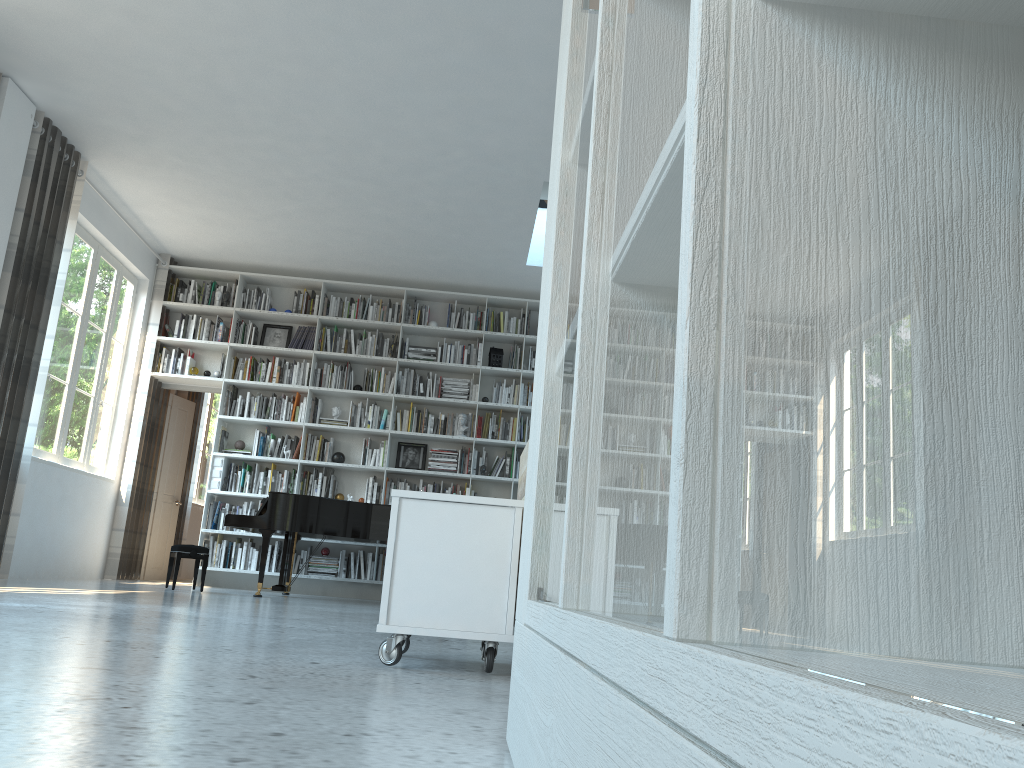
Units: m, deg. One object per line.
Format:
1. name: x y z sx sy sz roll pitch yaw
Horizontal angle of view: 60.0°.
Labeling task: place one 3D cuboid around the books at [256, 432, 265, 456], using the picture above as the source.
1. books: -2.511 0.620 8.860 0.031 0.255 0.143 5 -12 -2

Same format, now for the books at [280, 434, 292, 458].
1. books: -2.264 0.641 8.861 0.060 0.254 0.159 5 -12 -2

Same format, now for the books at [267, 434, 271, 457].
1. books: -2.414 0.633 8.866 0.022 0.248 0.129 5 -12 -2

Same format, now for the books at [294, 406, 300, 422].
1. books: -2.156 0.328 8.941 0.030 0.183 0.152 5 -12 -2

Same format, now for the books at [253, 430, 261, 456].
1. books: -2.537 0.608 8.853 0.024 0.272 0.150 5 -12 -2

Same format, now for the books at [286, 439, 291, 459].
1. books: -2.220 0.667 8.851 0.030 0.207 0.172 5 -12 -2

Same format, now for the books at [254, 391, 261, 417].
1. books: -2.559 0.235 8.928 0.011 0.292 0.184 5 -12 -2

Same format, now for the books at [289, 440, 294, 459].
1. books: -2.192 0.670 8.862 0.027 0.209 0.144 5 -12 -2

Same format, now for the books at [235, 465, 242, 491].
1. books: -2.702 0.947 8.769 0.008 0.279 0.164 5 -12 -2

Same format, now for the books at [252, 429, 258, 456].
1. books: -2.555 0.600 8.855 0.012 0.284 0.160 5 -12 -2

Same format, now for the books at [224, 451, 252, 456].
1. books: -2.719 0.696 8.829 0.254 0.012 0.161 6 -13 -5

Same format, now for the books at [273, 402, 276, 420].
1. books: -2.378 0.298 8.938 0.021 0.204 0.130 5 -12 -2

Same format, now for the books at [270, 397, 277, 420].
1. books: -2.397 0.271 8.942 0.021 0.256 0.156 5 -12 -2

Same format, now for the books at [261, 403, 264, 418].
1. books: -2.498 0.289 8.941 0.010 0.203 0.139 5 -12 -2

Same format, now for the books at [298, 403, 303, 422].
1. books: -2.125 0.311 8.946 0.031 0.223 0.145 5 -12 -2

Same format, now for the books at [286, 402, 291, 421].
1. books: -2.243 0.303 8.947 0.021 0.220 0.149 5 -12 -2

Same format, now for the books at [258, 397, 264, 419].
1. books: -2.512 0.265 8.917 0.024 0.237 0.167 5 -12 -2

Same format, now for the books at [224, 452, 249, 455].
1. books: -2.720 0.709 8.831 0.254 0.012 0.161 5 -13 -1

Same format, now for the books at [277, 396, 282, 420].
1. books: -2.333 0.267 8.940 0.012 0.271 0.145 5 -12 -2

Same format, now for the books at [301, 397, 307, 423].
1. books: -2.094 0.284 8.959 0.027 0.285 0.148 5 -12 -2

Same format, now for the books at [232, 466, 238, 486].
1. books: -2.728 0.951 8.762 0.007 0.263 0.177 5 -12 -2

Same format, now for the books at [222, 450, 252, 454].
1. books: -2.718 0.684 8.829 0.285 0.012 0.160 4 -13 2

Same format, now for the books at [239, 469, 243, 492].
1. books: -2.657 0.969 8.768 0.014 0.242 0.171 5 -12 -2

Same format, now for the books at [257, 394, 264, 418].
1. books: -2.528 0.251 8.936 0.011 0.270 0.158 5 -12 -2

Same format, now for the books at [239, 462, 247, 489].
1. books: -2.664 0.934 8.777 0.006 0.314 0.146 5 -12 -2

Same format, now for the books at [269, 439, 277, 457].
1. books: -2.379 0.658 8.831 0.029 0.189 0.189 5 -12 -2

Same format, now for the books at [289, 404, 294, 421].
1. books: -2.212 0.312 8.937 0.013 0.203 0.162 5 -12 -2

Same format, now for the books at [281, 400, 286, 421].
1. books: -2.294 0.290 8.958 0.028 0.242 0.132 5 -12 -2

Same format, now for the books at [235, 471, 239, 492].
1. books: -2.693 0.979 8.770 0.015 0.218 0.177 5 -12 -2

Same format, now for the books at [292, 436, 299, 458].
1. books: -2.167 0.653 8.870 0.021 0.250 0.154 5 -12 -2

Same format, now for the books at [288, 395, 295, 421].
1. books: -2.223 0.270 8.960 0.015 0.292 0.144 5 -12 -2

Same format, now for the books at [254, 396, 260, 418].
1. books: -2.544 0.257 8.916 0.021 0.247 0.189 5 -12 -2

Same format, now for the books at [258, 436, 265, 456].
1. books: -2.481 0.640 8.827 0.029 0.207 0.190 5 -12 -2

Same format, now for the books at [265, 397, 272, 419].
1. books: -2.444 0.268 8.947 0.048 0.256 0.142 5 -12 -2

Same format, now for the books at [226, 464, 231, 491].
1. books: -2.788 0.940 8.781 0.008 0.284 0.160 5 -12 -2

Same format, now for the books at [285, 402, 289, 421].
1. books: -2.260 0.302 8.942 0.012 0.217 0.160 5 -12 -2

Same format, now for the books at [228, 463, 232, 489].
1. books: -2.776 0.938 8.781 0.016 0.289 0.153 5 -12 -2

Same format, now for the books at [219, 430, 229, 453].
1. books: -2.875 0.592 8.839 0.028 0.242 0.157 5 -12 -2

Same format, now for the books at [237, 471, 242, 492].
1. books: -2.678 0.979 8.758 0.015 0.216 0.180 5 -12 -2

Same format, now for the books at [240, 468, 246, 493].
1. books: -2.645 0.967 8.755 0.009 0.244 0.185 5 -12 -2

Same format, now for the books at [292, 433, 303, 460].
1. books: -2.112 0.637 8.836 0.082 0.275 0.229 5 -12 -2

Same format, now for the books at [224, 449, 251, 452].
1. books: -2.717 0.673 8.839 0.254 0.012 0.161 5 -13 -1

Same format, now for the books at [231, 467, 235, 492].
1. books: -2.744 0.957 8.780 0.022 0.256 0.142 5 -12 -2

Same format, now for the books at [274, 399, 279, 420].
1. books: -2.359 0.284 8.927 0.013 0.228 0.177 5 -12 -2

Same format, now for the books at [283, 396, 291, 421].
1. books: -2.270 0.270 8.934 0.015 0.274 0.157 5 -12 -2

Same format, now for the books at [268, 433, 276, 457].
1. books: -2.397 0.630 8.849 0.011 0.250 0.172 5 -12 -2

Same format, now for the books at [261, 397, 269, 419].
1. books: -2.479 0.268 8.927 0.023 0.242 0.185 5 -12 -2

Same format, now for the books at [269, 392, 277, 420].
1. books: -2.411 0.246 8.936 0.013 0.299 0.152 5 -12 -2

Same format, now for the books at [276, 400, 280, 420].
1. books: -2.347 0.289 8.939 0.013 0.227 0.152 5 -12 -2

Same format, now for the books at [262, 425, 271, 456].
1. books: -2.458 0.587 8.874 0.011 0.335 0.153 5 -12 -2

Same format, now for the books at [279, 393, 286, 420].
1. books: -2.321 0.256 8.959 0.011 0.303 0.130 5 -12 -2

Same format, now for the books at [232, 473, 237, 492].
1. books: -2.717 0.985 8.739 0.019 0.189 0.193 5 -12 -2

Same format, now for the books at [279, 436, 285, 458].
1. books: -2.301 0.647 8.872 0.013 0.241 0.141 5 -12 -2

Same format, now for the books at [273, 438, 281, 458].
1. books: -2.337 0.658 8.868 0.056 0.213 0.143 5 -12 -2

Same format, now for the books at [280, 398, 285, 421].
1. books: -2.312 0.282 8.949 0.011 0.251 0.139 5 -12 -2

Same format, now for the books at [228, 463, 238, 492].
1. books: -2.760 0.936 8.775 0.014 0.293 0.172 5 -12 -2

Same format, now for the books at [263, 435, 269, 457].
1. books: -2.442 0.640 8.870 0.030 0.231 0.148 5 -12 -2

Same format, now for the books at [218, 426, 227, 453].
1. books: -2.894 0.572 8.852 0.012 0.284 0.160 5 -12 -2

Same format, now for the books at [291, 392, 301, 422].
1. books: -2.183 0.255 8.951 0.035 0.325 0.170 5 -12 -2
